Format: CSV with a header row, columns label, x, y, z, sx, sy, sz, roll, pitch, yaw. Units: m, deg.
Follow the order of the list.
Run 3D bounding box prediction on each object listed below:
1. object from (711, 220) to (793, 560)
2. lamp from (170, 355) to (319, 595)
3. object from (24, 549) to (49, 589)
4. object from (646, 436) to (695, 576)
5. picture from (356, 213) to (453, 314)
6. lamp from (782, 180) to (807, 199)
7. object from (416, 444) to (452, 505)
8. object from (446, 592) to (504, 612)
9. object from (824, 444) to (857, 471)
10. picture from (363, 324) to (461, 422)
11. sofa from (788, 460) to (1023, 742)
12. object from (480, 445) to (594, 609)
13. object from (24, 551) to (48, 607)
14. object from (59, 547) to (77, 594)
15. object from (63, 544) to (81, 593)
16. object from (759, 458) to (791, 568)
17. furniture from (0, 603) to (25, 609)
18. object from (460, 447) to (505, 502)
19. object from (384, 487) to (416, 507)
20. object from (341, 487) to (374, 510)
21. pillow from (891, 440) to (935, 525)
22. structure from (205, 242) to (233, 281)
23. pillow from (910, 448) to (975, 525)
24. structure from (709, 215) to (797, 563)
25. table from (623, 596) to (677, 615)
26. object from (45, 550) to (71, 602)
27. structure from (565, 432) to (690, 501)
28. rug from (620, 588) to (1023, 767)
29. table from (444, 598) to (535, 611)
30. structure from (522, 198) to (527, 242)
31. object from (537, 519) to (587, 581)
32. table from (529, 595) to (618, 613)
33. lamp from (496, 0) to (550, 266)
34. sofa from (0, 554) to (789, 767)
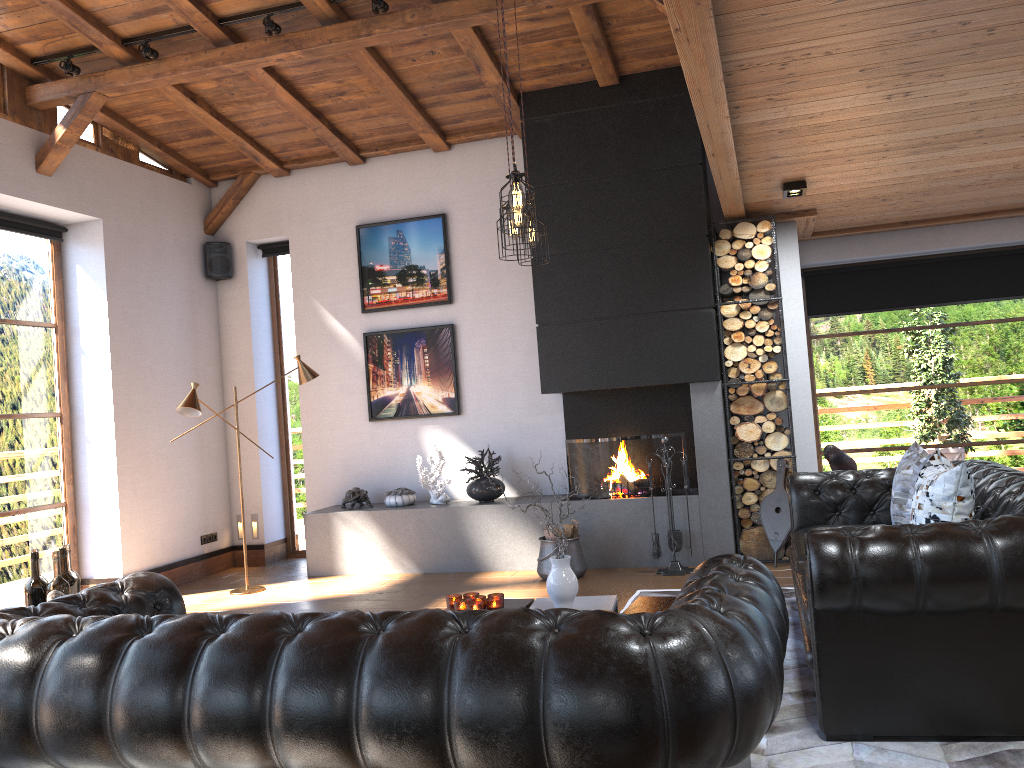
label,x,y,z,sx,sy,sz,roll,pitch,yaw
object,1.921,0.052,6.975,0.490,2.613,0.469,-5,-2,15
lamp,-2.148,0.720,7.130,0.521,1.900,1.338,-6,-3,37
object,-1.906,0.805,3.555,0.087,0.286,0.088,-5,-2,28
object,1.182,0.898,6.624,0.311,1.018,0.304,-3,-2,-29
picture,-0.987,-1.087,8.042,0.874,0.816,0.036,-5,-2,15
lamp,1.942,-1.343,6.097,0.154,0.068,0.263,-5,-2,16
object,-0.671,0.776,7.569,0.261,0.532,0.424,-4,-2,-15
object,-0.169,1.041,4.167,0.249,0.081,0.298,-3,-2,-36
object,2.148,0.545,5.763,0.251,0.319,0.148,-3,-2,-33
picture,-0.913,-0.095,8.004,0.874,0.816,0.036,-5,-2,15
sofa,1.971,0.859,4.201,1.232,0.838,2.581,-5,-2,15
object,0.178,0.647,4.061,0.402,0.808,0.626,-5,-2,27
object,-1.862,0.800,3.474,0.089,0.286,0.086,-3,-3,-34
object,-1.787,0.796,3.539,0.087,0.286,0.087,-4,-2,-6
object,-1.817,0.801,3.633,0.087,0.286,0.088,-5,-2,26
object,1.994,0.953,6.606,0.268,0.795,0.263,-4,-2,-1
furniture,-3.099,1.440,4.069,1.168,0.437,2.776,-5,-2,16
object,-0.234,0.769,7.518,0.337,0.455,0.338,-6,-3,41
object,-0.980,0.985,7.742,0.279,0.161,0.261,-5,-2,18
object,-1.365,1.004,7.826,0.229,0.183,0.401,-3,-2,-30
pillow,2.132,0.547,4.666,0.281,0.469,0.532,-5,-2,19
structure,-2.800,-1.173,8.454,0.212,0.349,0.215,-5,-2,16
pillow,1.939,0.544,4.010,0.281,0.469,0.532,-5,-2,19
structure,1.924,0.045,6.964,0.498,2.618,0.515,-5,-2,16
table,0.693,1.185,3.901,0.397,0.350,0.655,-5,-2,21
object,-1.765,0.792,3.444,0.088,0.286,0.087,-4,-2,-7
structure,0.903,0.678,7.093,0.976,0.514,0.184,-5,-2,15
rug,1.402,1.285,3.791,2.415,0.053,4.070,-5,-2,17
table,-0.159,1.256,4.142,0.397,0.350,0.654,-5,-2,16
structure,0.165,-1.418,7.653,0.212,0.349,0.215,-5,-2,16
object,0.369,1.261,6.744,0.379,0.431,0.389,-6,-3,42
table,0.267,1.221,4.053,0.398,0.350,0.653,-5,-2,11
lamp,-0.035,-1.787,4.802,0.261,2.202,0.805,-5,-2,7
sofa,-0.479,1.003,2.636,2.550,0.838,1.246,-5,-2,15
